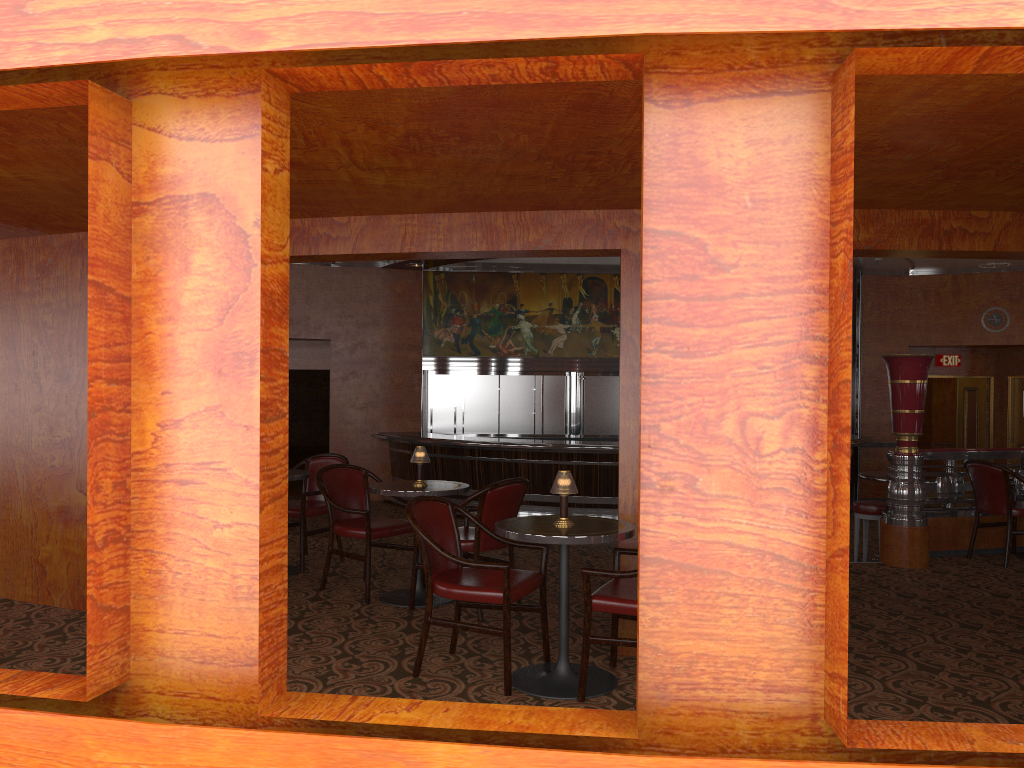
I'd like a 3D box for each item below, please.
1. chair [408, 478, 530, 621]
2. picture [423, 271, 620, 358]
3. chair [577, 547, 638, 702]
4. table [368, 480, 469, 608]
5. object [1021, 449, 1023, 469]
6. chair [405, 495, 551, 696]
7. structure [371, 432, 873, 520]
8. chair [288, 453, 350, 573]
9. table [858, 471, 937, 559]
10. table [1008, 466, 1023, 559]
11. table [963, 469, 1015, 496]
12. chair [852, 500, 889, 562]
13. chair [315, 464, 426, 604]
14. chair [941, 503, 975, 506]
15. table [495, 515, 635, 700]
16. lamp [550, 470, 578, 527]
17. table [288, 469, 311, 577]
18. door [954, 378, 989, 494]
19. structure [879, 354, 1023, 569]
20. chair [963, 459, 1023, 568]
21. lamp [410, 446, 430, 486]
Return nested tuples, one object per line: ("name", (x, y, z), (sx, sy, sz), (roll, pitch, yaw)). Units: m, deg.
("chair", (-0.221, 0.960, 5.399), (0.615, 0.817, 0.588), (1, 0, 37))
("picture", (1.730, -1.071, 13.991), (6.254, 1.322, 0.001), (0, 1, -3))
("chair", (0.667, 0.963, 3.950), (0.615, 0.817, 0.588), (1, 0, 22))
("table", (-0.595, 1.006, 5.657), (0.639, 0.720, 0.639), (1, 0, 23))
("object", (4.224, 0.613, 7.197), (0.195, 0.156, 0.169), (0, 0, -43))
("chair", (-0.188, 0.957, 4.233), (0.615, 0.817, 0.588), (1, 0, 22))
("structure", (1.798, 1.285, 12.402), (7.810, 1.047, 3.207), (0, 0, -3))
("chair", (-1.575, 0.954, 6.782), (0.588, 0.817, 0.615), (1, 0, 32))
("table", (3.687, 1.331, 8.288), (0.849, 0.960, 0.849), (0, 0, -1))
("table", (4.369, 1.052, 7.171), (0.639, 0.720, 0.640), (1, 0, 40))
("table", (4.883, 1.342, 8.696), (0.849, 0.960, 0.849), (0, 0, -23))
("chair", (3.205, 1.428, 7.865), (0.350, 0.755, 0.350), (0, 1, -44))
("chair", (-0.974, 0.956, 5.893), (0.615, 0.817, 0.588), (1, 0, 37))
("chair", (3.948, 1.433, 7.772), (0.350, 0.755, 0.350), (1, 1, 38))
("table", (0.240, 1.008, 4.081), (0.639, 0.720, 0.639), (1, 0, 26))
("lamp", (0.239, 0.523, 4.073), (0.130, 0.250, 0.130), (0, 1, -37))
("table", (-1.778, 0.999, 6.384), (0.640, 0.720, 0.639), (0, 0, -13))
("door", (7.796, 0.866, 15.035), (0.063, 1.983, 0.808), (0, 1, -9))
("structure", (4.769, 0.016, 7.901), (4.353, 3.606, 0.549), (0, 1, -29))
("chair", (3.933, 1.000, 7.020), (0.615, 0.817, 0.588), (0, 0, -13))
("lamp", (-0.586, 0.521, 5.654), (0.130, 0.250, 0.130), (1, 0, 19))
